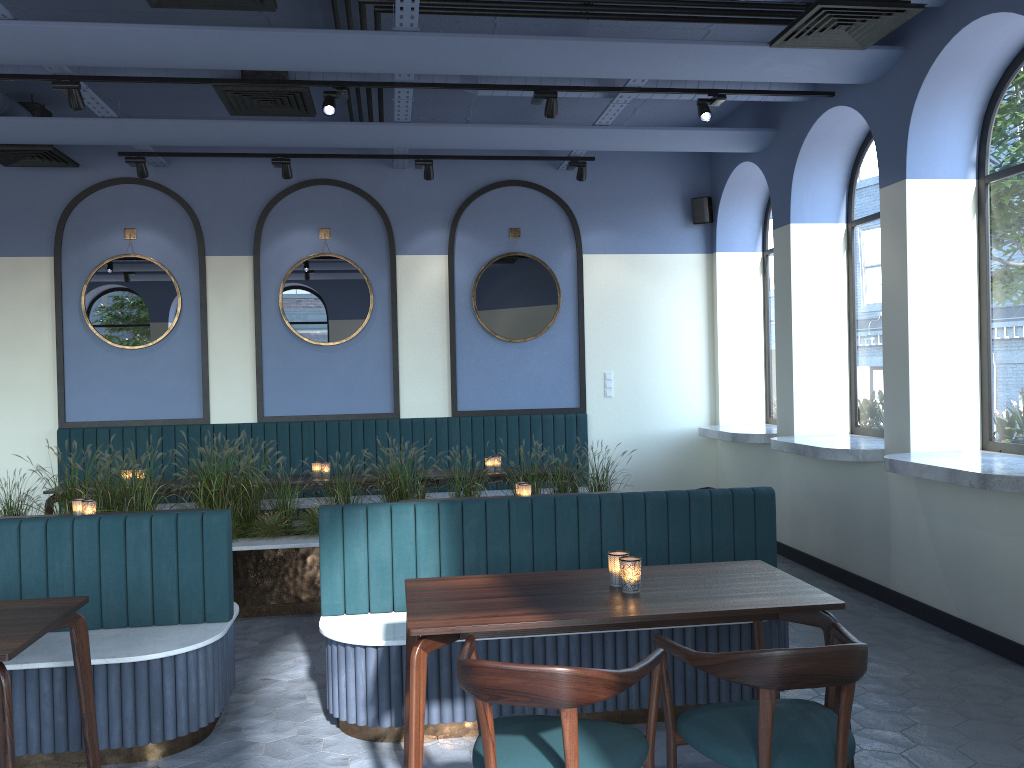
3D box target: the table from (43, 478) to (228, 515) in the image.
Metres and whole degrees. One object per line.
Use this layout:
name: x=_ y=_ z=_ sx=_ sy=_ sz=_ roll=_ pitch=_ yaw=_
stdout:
table: x=-2.877 y=1.153 z=6.877 sx=1.285 sy=0.755 sz=0.548 roll=-1 pitch=1 yaw=-8

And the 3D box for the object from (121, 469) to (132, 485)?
object: x=-2.981 y=0.718 z=6.864 sx=0.078 sy=0.120 sz=0.078 roll=-1 pitch=1 yaw=9

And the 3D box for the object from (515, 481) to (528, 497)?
object: x=0.061 y=0.663 z=5.459 sx=0.078 sy=0.120 sz=0.078 roll=-1 pitch=1 yaw=9

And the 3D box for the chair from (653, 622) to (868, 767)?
chair: x=0.786 y=1.096 z=2.621 sx=0.618 sy=0.793 sz=0.525 roll=-1 pitch=1 yaw=-8

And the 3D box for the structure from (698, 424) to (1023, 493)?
structure: x=-1.068 y=0.577 z=2.326 sx=4.315 sy=0.080 sz=14.155 roll=-1 pitch=1 yaw=43

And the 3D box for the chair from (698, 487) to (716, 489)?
chair: x=1.046 y=1.059 z=5.549 sx=0.525 sy=0.793 sz=0.618 roll=-1 pitch=1 yaw=-8

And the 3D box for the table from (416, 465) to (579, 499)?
table: x=-0.125 y=1.086 z=7.252 sx=1.332 sy=0.755 sz=0.548 roll=-1 pitch=1 yaw=-8

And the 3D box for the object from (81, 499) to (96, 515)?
object: x=-2.418 y=0.724 z=5.072 sx=0.078 sy=0.120 sz=0.078 roll=-2 pitch=1 yaw=-25

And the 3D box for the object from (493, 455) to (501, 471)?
object: x=-0.126 y=0.648 z=7.278 sx=0.078 sy=0.120 sz=0.078 roll=-2 pitch=1 yaw=-25

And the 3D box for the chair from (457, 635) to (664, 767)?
chair: x=0.105 y=1.113 z=2.529 sx=0.618 sy=0.793 sz=0.525 roll=-1 pitch=1 yaw=16

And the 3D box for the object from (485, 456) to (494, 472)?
object: x=-0.181 y=0.650 z=7.197 sx=0.078 sy=0.120 sz=0.078 roll=-2 pitch=1 yaw=-25

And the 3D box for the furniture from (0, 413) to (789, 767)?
furniture: x=-1.333 y=0.930 z=5.915 sx=4.800 sy=1.150 sz=4.703 roll=-1 pitch=1 yaw=-8

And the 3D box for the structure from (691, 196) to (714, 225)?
structure: x=-3.432 y=-1.522 z=4.654 sx=13.143 sy=0.268 sz=7.261 roll=-2 pitch=1 yaw=-25

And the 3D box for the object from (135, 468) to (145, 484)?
object: x=-2.885 y=0.716 z=6.882 sx=0.078 sy=0.120 sz=0.078 roll=-1 pitch=1 yaw=9

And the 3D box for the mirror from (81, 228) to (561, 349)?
mirror: x=-1.688 y=-0.899 z=8.208 sx=4.357 sy=1.089 sz=0.026 roll=-1 pitch=1 yaw=-8

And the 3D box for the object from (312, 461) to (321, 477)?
object: x=-1.563 y=0.683 z=7.100 sx=0.078 sy=0.120 sz=0.078 roll=-2 pitch=1 yaw=-25

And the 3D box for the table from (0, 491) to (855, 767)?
table: x=-3.377 y=1.204 z=3.102 sx=9.778 sy=0.755 sz=3.997 roll=-2 pitch=1 yaw=-24

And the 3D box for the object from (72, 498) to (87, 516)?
object: x=-2.499 y=0.726 z=5.127 sx=0.078 sy=0.120 sz=0.078 roll=-2 pitch=1 yaw=-25

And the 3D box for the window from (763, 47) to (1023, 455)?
window: x=-0.923 y=-0.652 z=2.175 sx=3.897 sy=2.394 sz=14.212 roll=-1 pitch=1 yaw=43

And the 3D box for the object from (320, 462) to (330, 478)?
object: x=-1.482 y=0.682 z=7.045 sx=0.078 sy=0.120 sz=0.078 roll=-2 pitch=1 yaw=-25

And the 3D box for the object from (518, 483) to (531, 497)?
object: x=0.079 y=0.664 z=5.363 sx=0.078 sy=0.120 sz=0.078 roll=-1 pitch=1 yaw=9

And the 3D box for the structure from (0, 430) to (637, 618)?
structure: x=-1.379 y=0.899 z=6.252 sx=4.878 sy=1.207 sz=1.143 roll=-1 pitch=1 yaw=-6

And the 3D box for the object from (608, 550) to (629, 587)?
object: x=0.392 y=0.679 z=3.256 sx=0.078 sy=0.120 sz=0.078 roll=-1 pitch=1 yaw=9

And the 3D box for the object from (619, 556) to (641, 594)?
object: x=0.422 y=0.679 z=3.155 sx=0.078 sy=0.120 sz=0.078 roll=-1 pitch=1 yaw=9

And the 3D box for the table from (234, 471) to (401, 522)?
table: x=-1.511 y=1.120 z=7.064 sx=1.332 sy=0.755 sz=0.548 roll=-1 pitch=1 yaw=-8
